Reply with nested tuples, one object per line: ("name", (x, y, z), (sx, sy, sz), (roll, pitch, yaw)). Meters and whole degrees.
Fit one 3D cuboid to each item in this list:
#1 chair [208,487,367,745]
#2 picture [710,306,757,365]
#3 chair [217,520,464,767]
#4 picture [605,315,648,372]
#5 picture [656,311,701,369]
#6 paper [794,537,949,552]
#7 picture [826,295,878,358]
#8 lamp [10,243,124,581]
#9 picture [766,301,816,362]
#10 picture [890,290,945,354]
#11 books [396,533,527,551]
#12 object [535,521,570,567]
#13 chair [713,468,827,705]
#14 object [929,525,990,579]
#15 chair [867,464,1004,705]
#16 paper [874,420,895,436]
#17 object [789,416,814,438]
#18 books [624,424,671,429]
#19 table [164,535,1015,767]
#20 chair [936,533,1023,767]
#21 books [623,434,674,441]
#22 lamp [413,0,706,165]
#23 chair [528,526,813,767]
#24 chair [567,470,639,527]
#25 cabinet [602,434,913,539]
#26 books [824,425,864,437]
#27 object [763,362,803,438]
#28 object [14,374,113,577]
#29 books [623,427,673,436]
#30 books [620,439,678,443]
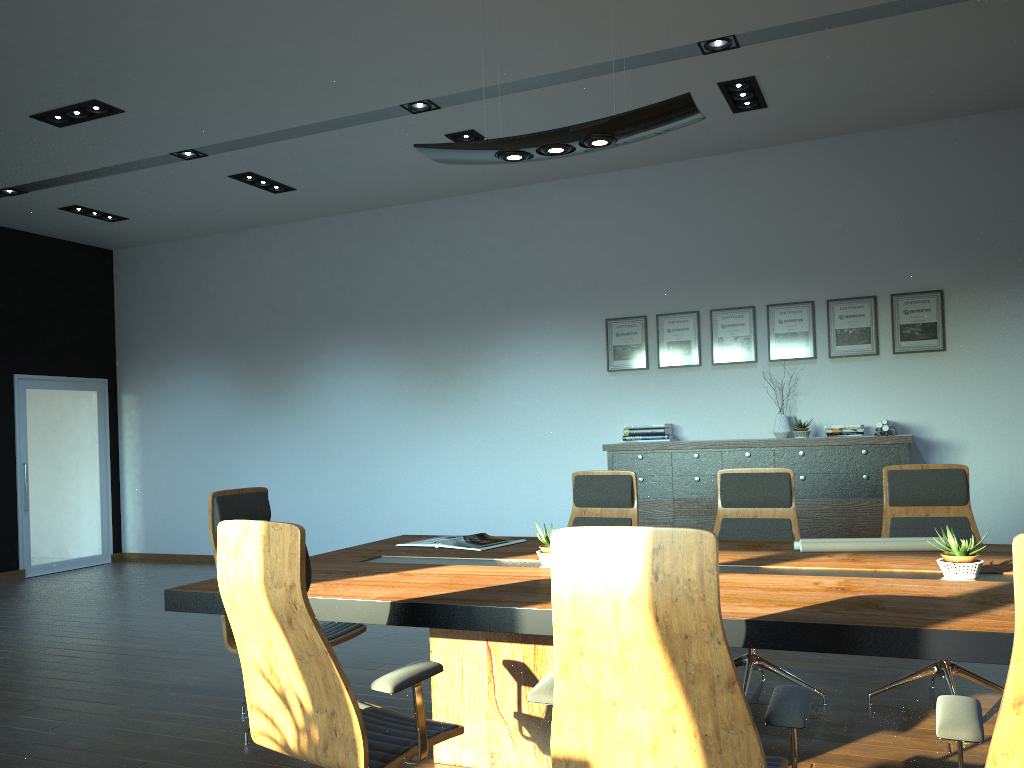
("chair", (-1.062, 1.067, 4.280), (0.696, 1.127, 0.706), (-3, -1, 26))
("picture", (1.911, -0.416, 7.653), (0.380, 0.483, 0.028), (-3, -1, 24))
("chair", (-0.512, 0.963, 2.784), (0.707, 1.127, 0.696), (-3, -2, 39))
("picture", (1.041, -0.364, 8.036), (0.380, 0.483, 0.028), (-3, -1, 24))
("picture", (1.473, -0.390, 7.846), (0.380, 0.483, 0.028), (-3, -1, 24))
("paper", (1.962, 0.609, 2.997), (0.628, 0.083, 2.245), (0, -4, -26))
("picture", (2.790, -0.465, 7.267), (0.380, 0.483, 0.028), (-3, -1, 24))
("lamp", (-4.289, -0.069, 5.271), (16.694, 3.705, 9.397), (-3, -3, 24))
("picture", (2.349, -0.442, 7.460), (0.380, 0.483, 0.028), (-3, -1, 24))
("picture", (3.236, -0.492, 7.070), (0.380, 0.483, 0.028), (-3, -1, 24))
("books", (-0.258, 0.793, 4.499), (0.545, 0.033, 0.389), (-4, -4, 35))
("object", (0.177, 0.663, 3.703), (0.153, 0.187, 0.178), (-2, -2, -1))
("chair", (1.174, 0.995, 4.388), (0.707, 1.127, 0.696), (-3, -1, 24))
("object", (1.568, 0.579, 3.094), (0.153, 0.187, 0.178), (-1, -2, -26))
("chair", (2.010, 0.951, 4.143), (0.706, 1.127, 0.696), (-2, -1, 16))
("paper", (2.889, 0.339, 6.872), (0.144, 0.124, 0.645), (-3, -3, 24))
("object", (2.332, 0.342, 7.131), (0.153, 0.187, 0.178), (-1, -2, -26))
("books", (1.198, 0.372, 7.804), (0.362, 0.032, 0.292), (-3, -3, 22))
("table", (1.575, 1.068, 3.089), (5.545, 0.796, 1.786), (-3, -3, 24))
("chair", (1.326, 0.851, 1.943), (0.707, 1.127, 0.696), (-3, -1, 26))
("books", (1.196, 0.469, 7.771), (0.403, 0.041, 0.274), (-3, -3, 19))
("lamp", (0.164, -1.571, 3.704), (1.198, 1.198, 0.340), (-3, -1, 24))
("chair", (0.421, 0.905, 2.331), (0.707, 1.127, 0.696), (-3, -1, 24))
("chair", (0.378, 1.042, 4.734), (0.707, 1.127, 0.696), (-3, -2, 31))
("cabinet", (2.000, 1.068, 7.225), (2.349, 1.232, 0.767), (-3, -2, 24))
("books", (2.664, 0.376, 7.101), (0.307, 0.089, 0.227), (-3, -3, 21))
("object", (2.243, 0.117, 7.318), (0.444, 0.662, 0.212), (-3, -1, 39))
("object", (-5.049, 1.002, 9.923), (0.200, 2.158, 1.198), (-2, -1, 24))
("books", (1.201, 0.419, 7.803), (0.369, 0.063, 0.288), (-3, -3, 24))
("books", (1.208, 0.500, 7.787), (0.443, 0.021, 0.323), (-3, -4, 24))
